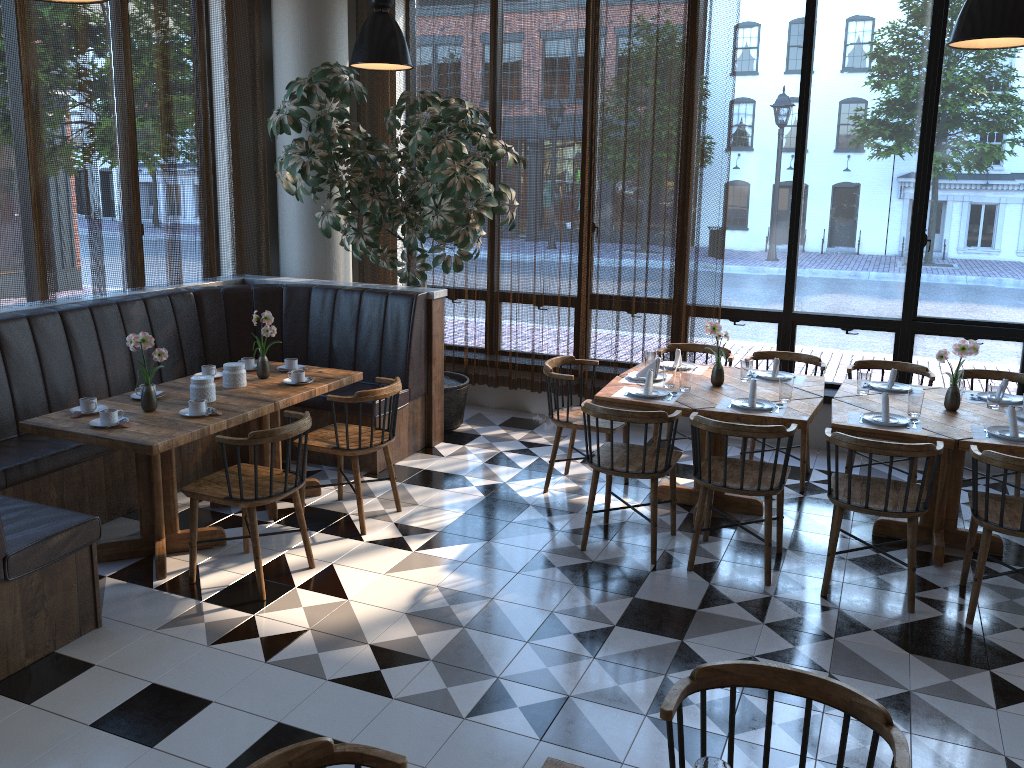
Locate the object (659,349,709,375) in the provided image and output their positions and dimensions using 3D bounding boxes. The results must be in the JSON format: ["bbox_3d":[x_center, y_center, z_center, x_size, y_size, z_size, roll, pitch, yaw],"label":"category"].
[{"bbox_3d":[1.080,-0.171,5.735,0.352,0.136,0.274,6,14,23],"label":"object"}]

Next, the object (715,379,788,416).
[{"bbox_3d":[1.299,0.055,4.785,0.352,0.136,0.274,6,14,23],"label":"object"}]

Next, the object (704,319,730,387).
[{"bbox_3d":[1.200,-0.187,5.239,0.146,0.397,0.208,5,12,22],"label":"object"}]

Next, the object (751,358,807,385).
[{"bbox_3d":[1.639,-0.106,5.498,0.352,0.136,0.274,6,14,23],"label":"object"}]

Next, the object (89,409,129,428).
[{"bbox_3d":[-1.932,0.161,4.247,0.176,0.066,0.177,4,13,15],"label":"object"}]

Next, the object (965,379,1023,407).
[{"bbox_3d":[2.775,0.026,5.017,0.352,0.136,0.274,6,14,23],"label":"object"}]

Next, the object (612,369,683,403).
[{"bbox_3d":[0.770,-0.007,5.009,0.352,0.136,0.274,6,14,23],"label":"object"}]

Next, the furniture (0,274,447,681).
[{"bbox_3d":[-2.166,0.176,5.135,1.920,1.141,4.066,6,14,23],"label":"furniture"}]

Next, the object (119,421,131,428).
[{"bbox_3d":[-1.840,0.192,4.214,0.049,0.025,0.053,4,13,12],"label":"object"}]

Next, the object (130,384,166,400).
[{"bbox_3d":[-1.959,0.040,4.767,0.176,0.066,0.176,9,15,33],"label":"object"}]

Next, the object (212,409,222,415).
[{"bbox_3d":[-1.483,0.142,4.454,0.049,0.025,0.053,-1,13,-8],"label":"object"}]

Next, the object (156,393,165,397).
[{"bbox_3d":[-1.893,0.060,4.760,0.050,0.023,0.052,-11,17,-42],"label":"object"}]

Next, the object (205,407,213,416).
[{"bbox_3d":[-1.521,0.143,4.440,0.034,0.012,0.157,-2,14,-14],"label":"object"}]

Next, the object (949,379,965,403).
[{"bbox_3d":[2.479,0.040,4.944,0.080,0.131,0.080,3,12,8],"label":"object"}]

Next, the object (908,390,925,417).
[{"bbox_3d":[2.115,0.103,4.649,0.080,0.131,0.080,3,12,8],"label":"object"}]

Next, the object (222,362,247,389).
[{"bbox_3d":[-1.581,-0.050,5.045,0.130,0.127,0.130,-4,13,-22],"label":"object"}]

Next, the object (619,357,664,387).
[{"bbox_3d":[0.831,-0.099,5.411,0.272,0.136,0.354,6,14,23],"label":"object"}]

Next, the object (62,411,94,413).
[{"bbox_3d":[-2.157,0.141,4.405,0.155,0.012,0.034,0,13,-5],"label":"object"}]

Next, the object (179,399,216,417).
[{"bbox_3d":[-1.582,0.119,4.453,0.176,0.066,0.177,-7,15,-30],"label":"object"}]

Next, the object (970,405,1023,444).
[{"bbox_3d":[2.434,0.186,4.304,0.352,0.136,0.274,6,14,23],"label":"object"}]

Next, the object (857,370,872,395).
[{"bbox_3d":[2.028,-0.006,5.108,0.080,0.131,0.080,3,12,8],"label":"object"}]

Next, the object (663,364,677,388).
[{"bbox_3d":[0.923,-0.045,5.196,0.080,0.131,0.080,3,12,8],"label":"object"}]

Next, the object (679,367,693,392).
[{"bbox_3d":[1.003,-0.026,5.120,0.080,0.131,0.080,3,12,8],"label":"object"}]

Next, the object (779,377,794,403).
[{"bbox_3d":[1.516,0.033,4.903,0.080,0.131,0.080,3,12,8],"label":"object"}]

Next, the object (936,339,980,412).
[{"bbox_3d":[2.363,-0.048,4.728,0.207,0.397,0.147,7,13,28],"label":"object"}]

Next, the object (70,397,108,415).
[{"bbox_3d":[-2.130,0.108,4.458,0.176,0.066,0.177,-4,14,-21],"label":"object"}]

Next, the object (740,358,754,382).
[{"bbox_3d":[1.427,-0.083,5.397,0.080,0.131,0.080,3,12,8],"label":"object"}]

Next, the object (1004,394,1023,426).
[{"bbox_3d":[2.741,0.119,4.616,0.272,0.136,0.354,6,14,23],"label":"object"}]

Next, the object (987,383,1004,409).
[{"bbox_3d":[2.634,0.068,4.838,0.080,0.131,0.080,3,12,8],"label":"object"}]

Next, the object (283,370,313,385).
[{"bbox_3d":[-1.245,-0.039,5.155,0.176,0.066,0.177,2,13,6],"label":"object"}]

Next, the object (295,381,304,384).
[{"bbox_3d":[-1.224,-0.007,5.096,0.050,0.023,0.052,5,13,18],"label":"object"}]

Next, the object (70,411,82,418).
[{"bbox_3d":[-2.149,0.151,4.366,0.053,0.025,0.049,1,13,1],"label":"object"}]

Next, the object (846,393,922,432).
[{"bbox_3d":[1.909,0.125,4.527,0.352,0.136,0.274,6,14,23],"label":"object"}]

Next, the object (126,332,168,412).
[{"bbox_3d":[-1.839,-0.062,4.485,0.206,0.397,0.147,-1,11,-10],"label":"object"}]

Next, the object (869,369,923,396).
[{"bbox_3d":[2.249,-0.035,5.240,0.352,0.136,0.274,6,14,23],"label":"object"}]

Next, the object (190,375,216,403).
[{"bbox_3d":[-1.644,0.027,4.711,0.130,0.127,0.130,-4,13,-22],"label":"object"}]

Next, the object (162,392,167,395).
[{"bbox_3d":[-1.895,0.055,4.794,0.050,0.023,0.052,-11,17,-42],"label":"object"}]

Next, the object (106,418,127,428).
[{"bbox_3d":[-1.880,0.190,4.214,0.034,0.012,0.157,2,13,6],"label":"object"}]
